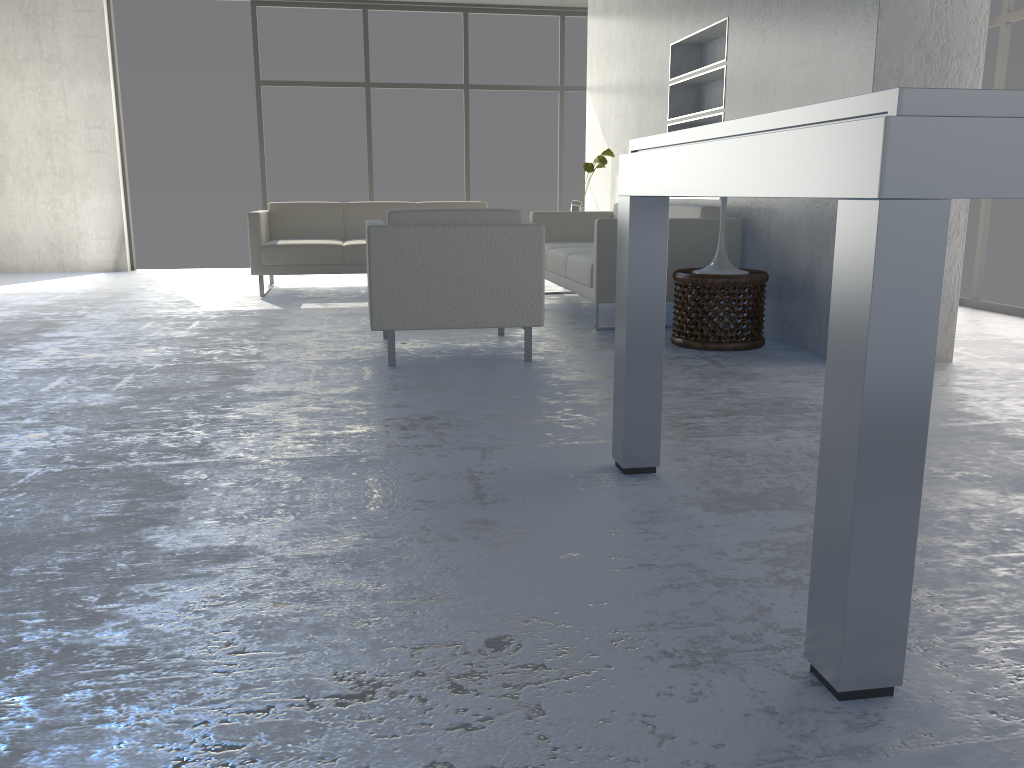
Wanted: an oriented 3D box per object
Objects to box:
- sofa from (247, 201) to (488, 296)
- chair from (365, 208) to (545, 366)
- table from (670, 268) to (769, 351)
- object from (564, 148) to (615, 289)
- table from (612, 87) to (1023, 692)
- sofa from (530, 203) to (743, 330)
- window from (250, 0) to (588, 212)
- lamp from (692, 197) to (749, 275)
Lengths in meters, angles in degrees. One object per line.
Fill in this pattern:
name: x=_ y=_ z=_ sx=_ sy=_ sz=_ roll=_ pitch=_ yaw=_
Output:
sofa: x=-0.996 y=-1.061 z=6.798 sx=1.881 sy=0.658 sz=0.821 roll=-2 pitch=12 yaw=-9
chair: x=-0.295 y=-0.492 z=4.150 sx=0.748 sy=0.662 sz=0.821 roll=-2 pitch=12 yaw=-9
table: x=1.006 y=-0.369 z=4.314 sx=0.452 sy=0.358 sz=0.452 roll=-8 pitch=15 yaw=-34
object: x=0.539 y=-1.223 z=6.626 sx=0.387 sy=1.051 sz=0.400 roll=4 pitch=13 yaw=18
table: x=1.403 y=-0.124 z=1.932 sx=2.095 sy=0.835 sz=1.180 roll=-2 pitch=12 yaw=-9
sofa: x=0.673 y=-0.809 z=5.623 sx=0.821 sy=0.658 sz=1.881 roll=-2 pitch=12 yaw=-9
window: x=-0.421 y=-2.434 z=8.850 sx=4.080 sy=2.477 sz=0.037 roll=-2 pitch=12 yaw=-9
lamp: x=1.006 y=-0.820 z=4.219 sx=0.347 sy=0.582 sz=0.347 roll=-11 pitch=16 yaw=-40
